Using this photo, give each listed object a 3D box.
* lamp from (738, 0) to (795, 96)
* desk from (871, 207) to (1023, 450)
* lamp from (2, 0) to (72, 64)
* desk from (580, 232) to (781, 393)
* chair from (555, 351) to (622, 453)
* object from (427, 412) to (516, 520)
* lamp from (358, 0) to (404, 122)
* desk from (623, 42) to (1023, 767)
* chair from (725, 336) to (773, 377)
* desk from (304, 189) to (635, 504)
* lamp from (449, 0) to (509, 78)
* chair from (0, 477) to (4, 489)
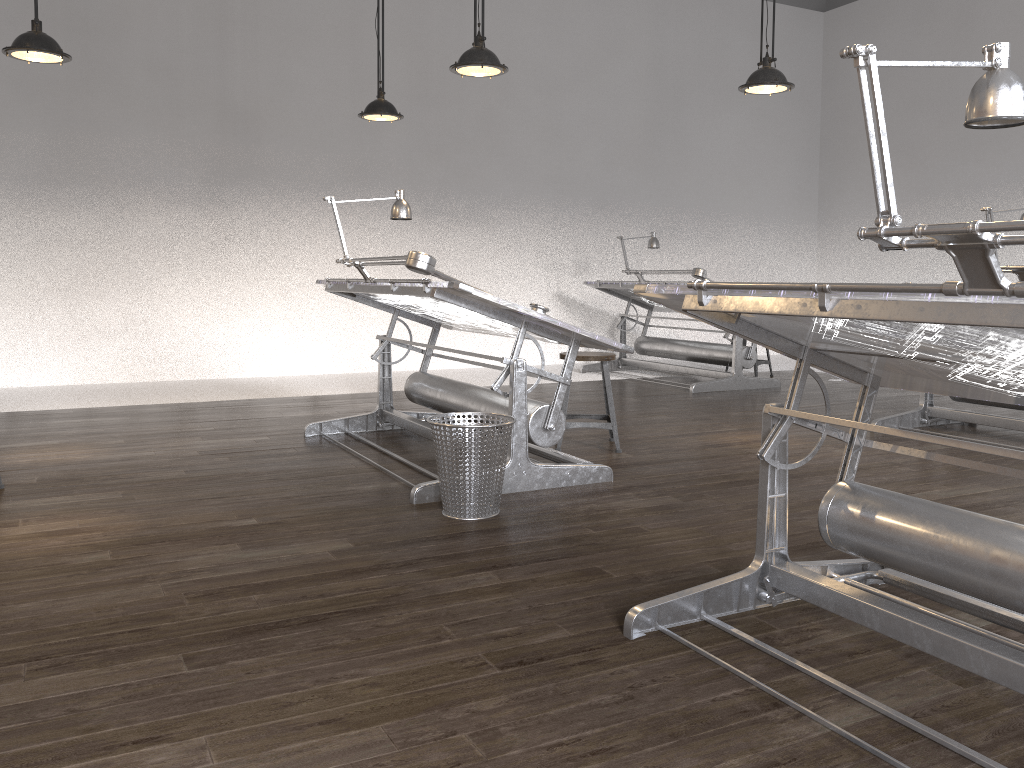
[{"bbox_3d":[1.458,-2.791,4.973,0.313,2.258,0.312,0,4,-3],"label":"lamp"},{"bbox_3d":[3.028,-0.315,4.873,1.077,1.381,2.076,-2,6,-27],"label":"desk"},{"bbox_3d":[-2.369,-2.759,4.367,0.313,2.245,0.312,0,4,-3],"label":"lamp"},{"bbox_3d":[1.491,-0.726,8.262,1.077,1.381,2.076,-2,6,-27],"label":"desk"},{"bbox_3d":[0.416,0.094,4.921,0.358,0.526,0.373,1,5,1],"label":"chair"},{"bbox_3d":[-0.161,0.323,3.504,0.353,0.376,0.354,0,5,-6],"label":"object"},{"bbox_3d":[-0.885,-2.934,5.966,0.311,2.245,0.313,4,5,42],"label":"lamp"},{"bbox_3d":[1.148,0.054,1.595,1.077,1.381,2.288,-2,6,-27],"label":"desk"},{"bbox_3d":[2.315,-0.327,8.645,0.359,0.526,0.372,5,6,41],"label":"chair"},{"bbox_3d":[-0.404,-0.307,4.559,1.077,1.381,2.076,-2,6,-27],"label":"desk"},{"bbox_3d":[-0.165,-2.767,4.592,0.313,2.245,0.312,0,4,-3],"label":"lamp"},{"bbox_3d":[-2.448,0.205,3.768,0.359,0.526,0.373,3,5,31],"label":"chair"}]
